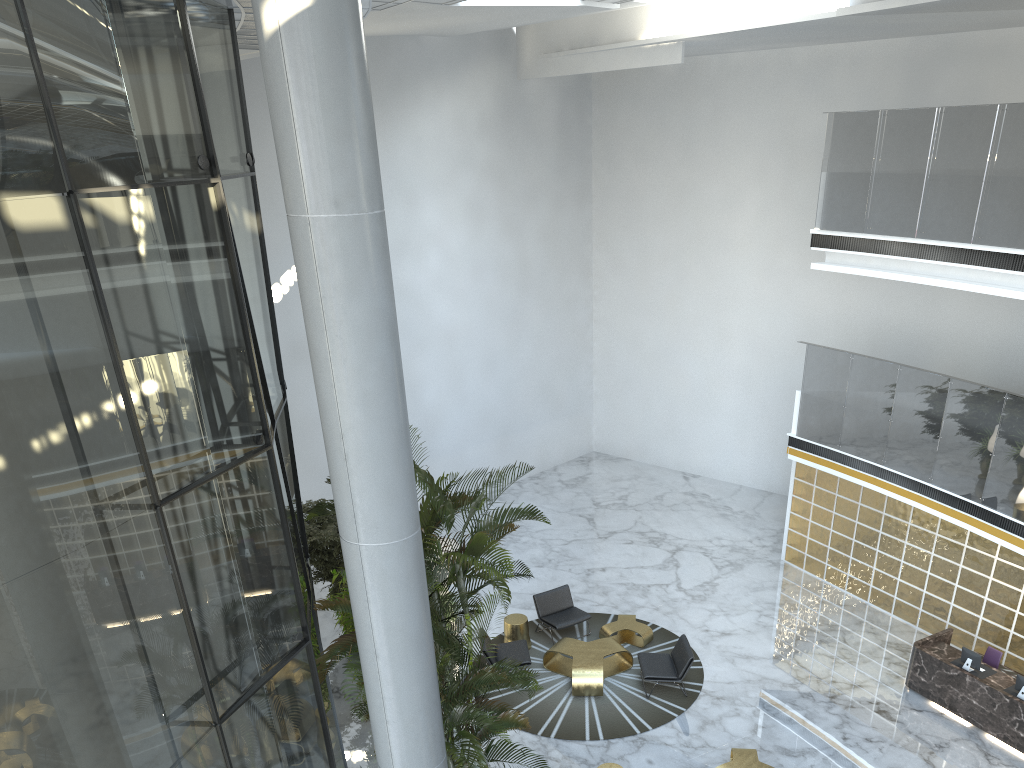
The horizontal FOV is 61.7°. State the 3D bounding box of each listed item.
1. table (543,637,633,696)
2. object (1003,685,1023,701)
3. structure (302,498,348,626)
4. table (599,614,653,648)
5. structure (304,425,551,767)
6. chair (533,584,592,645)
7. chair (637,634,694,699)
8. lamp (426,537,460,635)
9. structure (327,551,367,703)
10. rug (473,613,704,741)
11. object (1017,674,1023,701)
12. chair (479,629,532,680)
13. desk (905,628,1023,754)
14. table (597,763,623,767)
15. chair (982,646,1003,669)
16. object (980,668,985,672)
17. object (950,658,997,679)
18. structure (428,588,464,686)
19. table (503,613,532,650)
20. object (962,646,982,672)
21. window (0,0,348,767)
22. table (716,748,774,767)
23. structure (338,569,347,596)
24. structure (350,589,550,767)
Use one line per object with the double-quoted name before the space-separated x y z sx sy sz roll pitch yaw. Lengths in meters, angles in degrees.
"table" 1.128 4.179 12.722 1.362 0.448 1.069 -1 18 4
"object" 6.614 4.021 11.015 0.410 0.005 0.464 -10 18 -27
"structure" -2.717 2.840 14.037 1.698 2.604 2.044 10 25 26
"table" 1.865 3.953 13.678 0.707 0.305 0.820 12 22 36
"structure" -0.761 2.846 9.191 2.441 5.199 2.250 -7 25 -8
"chair" 0.804 3.725 13.800 0.712 0.751 0.662 -15 25 -29
"chair" 2.217 4.084 12.396 0.728 0.751 0.647 -3 22 -1
"lamp" -1.163 3.336 13.467 0.826 1.865 0.758 -16 28 -27
"structure" -1.862 3.313 11.557 1.135 3.029 0.937 -10 26 -15
"rug" 1.126 4.335 13.024 3.447 0.021 3.274 5 17 21
"object" 6.542 3.880 10.919 0.112 0.329 0.264 -17 26 -27
"chair" -0.104 4.049 12.775 0.729 0.751 0.646 -5 22 -6
"desk" 7.049 4.220 11.388 1.570 0.794 2.871 -12 20 -28
"table" 1.178 4.850 10.284 0.440 0.556 0.396 -1 23 5
"chair" 6.522 3.964 11.856 0.340 0.654 0.232 -15 28 -25
"object" 6.296 3.840 11.646 0.071 0.012 0.240 -11 19 -29
"object" 6.235 3.857 11.628 0.410 0.005 0.464 -10 18 -27
"structure" -1.149 3.633 12.239 0.980 1.976 0.816 -6 25 -7
"table" 0.072 3.926 13.521 0.453 0.562 0.412 1 23 9
"object" 6.163 3.716 11.531 0.112 0.329 0.264 -17 26 -27
"window" -4.383 2.301 4.820 4.187 8.946 13.889 2 20 11
"table" 2.928 4.833 10.571 0.755 0.325 0.876 12 22 36
"structure" -2.061 3.271 13.737 1.338 1.895 1.192 -19 29 -34
"structure" -0.490 3.749 7.884 1.651 4.163 1.817 -5 25 -5
